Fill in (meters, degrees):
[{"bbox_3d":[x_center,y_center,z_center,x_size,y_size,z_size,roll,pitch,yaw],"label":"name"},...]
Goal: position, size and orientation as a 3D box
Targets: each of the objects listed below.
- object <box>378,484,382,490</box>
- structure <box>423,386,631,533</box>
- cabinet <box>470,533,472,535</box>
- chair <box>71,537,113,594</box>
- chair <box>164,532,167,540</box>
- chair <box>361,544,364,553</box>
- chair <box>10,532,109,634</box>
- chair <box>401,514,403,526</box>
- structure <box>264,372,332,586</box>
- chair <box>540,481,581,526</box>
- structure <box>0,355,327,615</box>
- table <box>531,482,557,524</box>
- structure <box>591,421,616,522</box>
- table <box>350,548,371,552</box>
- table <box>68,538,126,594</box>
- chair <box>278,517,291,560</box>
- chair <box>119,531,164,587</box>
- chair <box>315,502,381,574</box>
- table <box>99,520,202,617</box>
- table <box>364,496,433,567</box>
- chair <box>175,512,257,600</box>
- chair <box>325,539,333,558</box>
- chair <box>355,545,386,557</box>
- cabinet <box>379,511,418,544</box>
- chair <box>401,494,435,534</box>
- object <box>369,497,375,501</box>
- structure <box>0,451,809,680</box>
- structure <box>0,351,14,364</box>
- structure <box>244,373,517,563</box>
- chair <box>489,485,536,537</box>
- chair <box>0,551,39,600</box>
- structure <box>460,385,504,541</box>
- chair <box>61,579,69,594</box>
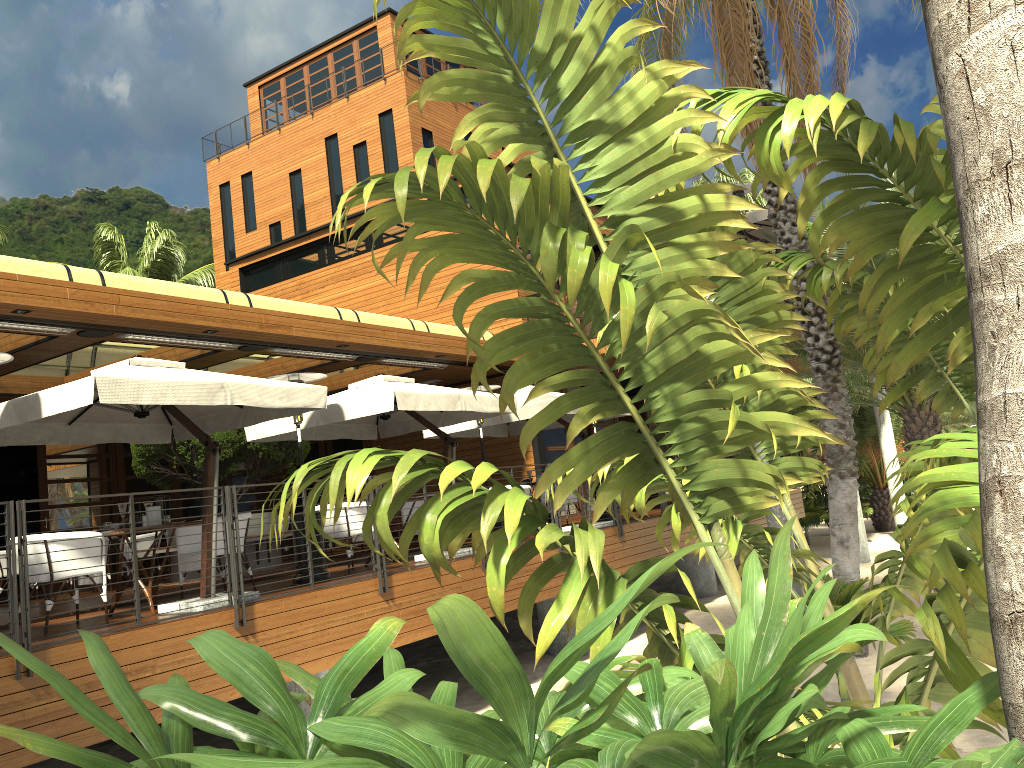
[{"bbox_3d":[-1.579,1.293,10.601,0.082,0.227,0.082,-13,-10,33],"label":"object"},{"bbox_3d":[0.342,1.152,13.722,2.409,2.339,2.412,-12,-9,32],"label":"structure"},{"bbox_3d":[-0.747,2.454,16.790,1.608,0.840,0.556,-12,-9,32],"label":"cabinet"},{"bbox_3d":[-6.181,2.676,13.005,0.627,0.790,0.615,-1,-10,-36],"label":"chair"},{"bbox_3d":[-5.977,3.058,16.142,0.617,0.790,0.625,-6,-8,-12],"label":"chair"},{"bbox_3d":[-2.481,2.568,15.814,0.627,0.790,0.615,-6,-8,-12],"label":"chair"},{"bbox_3d":[-3.767,1.630,7.338,0.626,0.790,0.616,-12,-10,33],"label":"chair"},{"bbox_3d":[-1.547,2.355,15.089,0.617,0.790,0.625,-6,-8,-12],"label":"chair"},{"bbox_3d":[-2.190,0.962,9.276,0.698,2.198,0.698,-10,-9,20],"label":"structure"},{"bbox_3d":[0.819,1.956,14.345,0.626,0.790,0.616,-12,-10,33],"label":"chair"},{"bbox_3d":[-3.335,0.886,8.069,2.409,2.339,2.412,-12,-9,32],"label":"structure"},{"bbox_3d":[0.365,1.940,13.631,0.930,0.751,0.931,-12,-9,32],"label":"table"},{"bbox_3d":[1.451,1.226,14.874,0.698,2.198,0.698,-10,-9,20],"label":"structure"},{"bbox_3d":[-2.475,2.483,15.022,1.163,0.751,1.165,-13,-10,37],"label":"table"},{"bbox_3d":[-6.570,2.837,13.720,1.165,0.751,1.163,-9,-8,12],"label":"table"},{"bbox_3d":[-4.389,2.894,16.446,0.617,0.790,0.625,-6,-8,-12],"label":"chair"},{"bbox_3d":[-5.879,2.784,14.138,0.617,0.790,0.625,-1,-10,-36],"label":"chair"},{"bbox_3d":[-1.907,1.764,10.198,0.626,0.790,0.616,-12,-10,33],"label":"chair"},{"bbox_3d":[-3.327,1.672,7.956,0.930,0.751,0.931,-12,-9,32],"label":"table"},{"bbox_3d":[-1.483,1.806,10.790,0.930,0.751,0.931,-12,-9,32],"label":"table"},{"bbox_3d":[-2.869,1.689,8.674,0.626,0.790,0.616,-12,-10,33],"label":"chair"},{"bbox_3d":[-3.338,2.550,14.829,0.617,0.790,0.625,-6,-8,-12],"label":"chair"},{"bbox_3d":[-2.299,2.333,14.181,0.627,0.790,0.615,-6,-8,-12],"label":"chair"},{"bbox_3d":[-2.093,2.737,17.646,1.608,0.840,0.556,-12,-9,32],"label":"cabinet"},{"bbox_3d":[-1.041,1.821,11.485,0.626,0.790,0.616,-12,-10,33],"label":"chair"},{"bbox_3d":[-1.681,1.407,10.712,0.116,0.065,0.116,-12,-9,30],"label":"object"},{"bbox_3d":[0.048,1.600,11.021,0.163,1.156,26.246,-13,-9,32],"label":"structure"},{"bbox_3d":[-4.003,0.831,6.489,0.698,2.198,0.698,-10,-9,20],"label":"structure"},{"bbox_3d":[-1.496,1.019,10.895,2.409,2.339,2.412,-12,-9,32],"label":"structure"},{"bbox_3d":[-0.047,1.899,13.058,0.626,0.790,0.616,-12,-10,33],"label":"chair"},{"bbox_3d":[-7.406,2.851,13.150,0.617,0.790,0.625,-1,-10,-36],"label":"chair"},{"bbox_3d":[-0.372,1.094,12.072,0.698,2.198,0.698,-10,-9,20],"label":"structure"},{"bbox_3d":[-7.040,2.966,14.396,0.627,0.790,0.615,-1,-10,-36],"label":"chair"}]
